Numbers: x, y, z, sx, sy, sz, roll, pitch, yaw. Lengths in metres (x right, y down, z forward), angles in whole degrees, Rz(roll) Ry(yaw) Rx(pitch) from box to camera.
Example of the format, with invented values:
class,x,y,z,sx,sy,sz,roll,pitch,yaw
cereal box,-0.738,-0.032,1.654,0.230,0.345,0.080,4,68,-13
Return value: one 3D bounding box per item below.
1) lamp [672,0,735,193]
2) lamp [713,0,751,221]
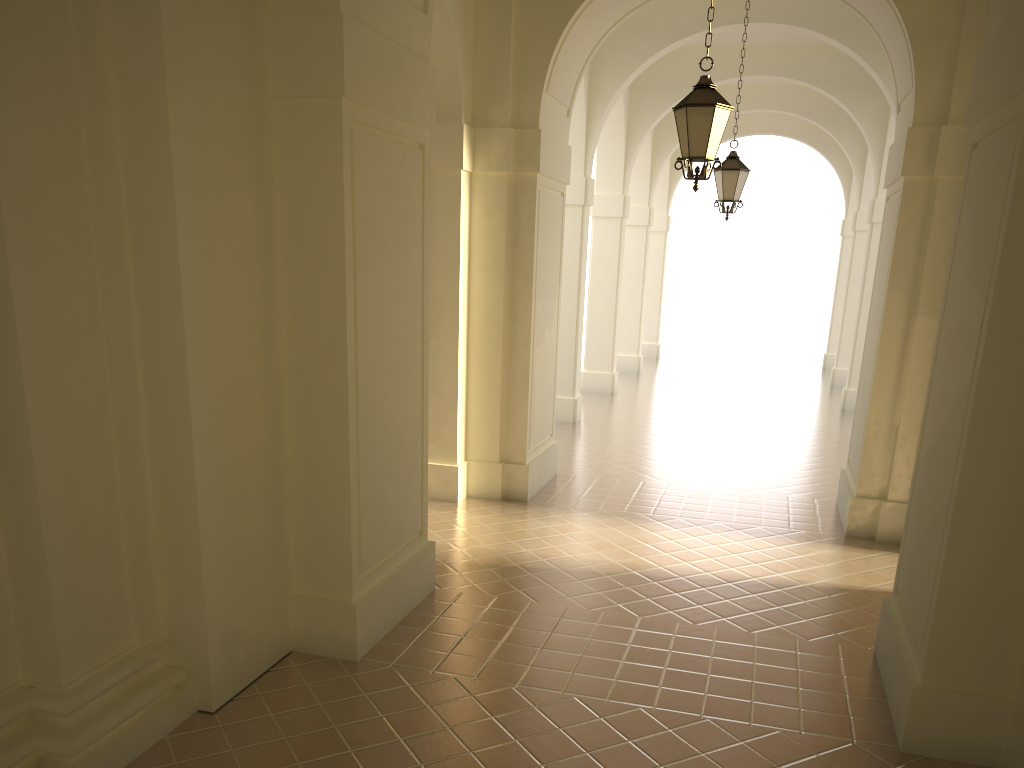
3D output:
class,x,y,z,sx,sy,sz,roll,pitch,yaw
lamp,1.608,-3.278,6.936,0.442,3.453,0.489,-2,16,-14
lamp,3.013,-3.900,11.591,0.508,3.453,0.425,6,17,15
